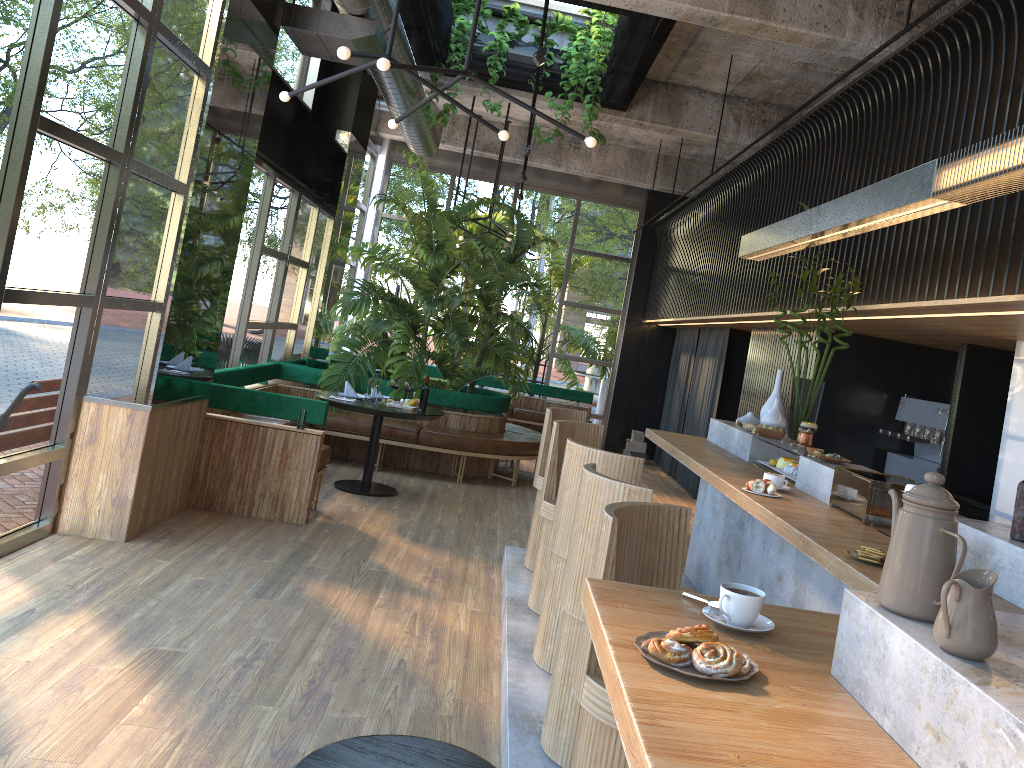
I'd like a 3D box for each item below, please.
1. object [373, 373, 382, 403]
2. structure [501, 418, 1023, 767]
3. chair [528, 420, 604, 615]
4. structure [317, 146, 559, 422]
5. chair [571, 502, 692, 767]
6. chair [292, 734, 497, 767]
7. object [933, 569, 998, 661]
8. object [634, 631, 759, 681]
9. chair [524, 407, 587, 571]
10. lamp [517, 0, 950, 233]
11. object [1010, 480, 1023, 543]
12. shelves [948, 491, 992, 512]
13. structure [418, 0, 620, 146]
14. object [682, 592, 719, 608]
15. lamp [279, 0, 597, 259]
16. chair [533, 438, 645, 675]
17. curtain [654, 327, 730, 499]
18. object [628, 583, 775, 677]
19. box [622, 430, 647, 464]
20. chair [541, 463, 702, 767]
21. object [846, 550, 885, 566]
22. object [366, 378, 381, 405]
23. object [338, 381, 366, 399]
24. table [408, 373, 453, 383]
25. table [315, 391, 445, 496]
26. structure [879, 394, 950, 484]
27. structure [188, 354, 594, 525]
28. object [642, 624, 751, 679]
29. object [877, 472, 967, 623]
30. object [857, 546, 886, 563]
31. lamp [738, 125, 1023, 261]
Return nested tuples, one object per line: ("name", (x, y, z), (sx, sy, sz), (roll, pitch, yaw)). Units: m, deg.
("object", (-1.162, 0.034, 7.566), (0.095, 0.245, 0.090), (11, -2, -20))
("structure", (3.008, 1.049, 2.801), (5.884, 1.730, 7.085), (10, 3, -3))
("chair", (0.406, 0.721, 4.693), (0.566, 0.971, 0.528), (10, -1, -28))
("structure", (-0.829, -0.848, 10.009), (2.489, 3.441, 2.605), (10, 0, -18))
("chair", (0.431, 0.861, 2.370), (0.525, 0.971, 0.568), (9, -1, 44))
("chair", (-0.256, 1.072, 1.590), (0.521, 0.697, 0.508), (10, 0, -8))
("object", (0.648, 0.325, 1.272), (0.099, 0.119, 0.087), (10, 0, 5))
("object", (0.308, 0.459, 1.491), (0.199, 0.013, 0.213), (12, 4, 33))
("chair", (0.399, 0.672, 5.498), (0.543, 0.971, 0.551), (10, -1, 7))
("lamp", (0.286, -2.592, 7.984), (3.819, 1.530, 9.962), (10, 3, -4))
("object", (1.506, 0.319, 2.576), (0.072, 0.277, 0.077), (9, -2, 33))
("shelves", (3.359, 0.848, 5.941), (0.527, 0.035, 0.863), (10, 3, -2))
("structure", (0.246, -3.047, 8.714), (2.107, 1.518, 1.454), (11, 1, 26))
("object", (0.395, 0.447, 1.832), (0.030, 0.027, 0.132), (10, 3, -25))
("lamp", (1.296, -2.010, 3.804), (5.121, 1.822, 18.795), (10, 3, -2))
("chair", (0.431, 0.768, 3.948), (0.533, 0.971, 0.560), (10, -1, 20))
("curtain", (2.316, 0.235, 11.732), (0.122, 2.059, 3.255), (10, 2, -1))
("object", (0.354, 0.429, 1.630), (0.176, 0.073, 0.431), (12, 4, 33))
("box", (1.793, 0.902, 12.835), (0.338, 0.443, 0.274), (10, -1, -15))
("chair", (0.436, 0.817, 3.137), (0.569, 0.971, 0.525), (11, -1, -43))
("object", (1.079, 0.526, 2.662), (0.155, 0.013, 0.144), (8, 4, -32))
("object", (-1.156, 0.064, 7.399), (0.102, 0.209, 0.109), (9, -1, 32))
("object", (-1.367, 0.053, 7.645), (0.239, 0.139, 0.227), (9, 2, -19))
("table", (-1.232, 0.296, 11.542), (1.133, 0.751, 1.067), (9, 2, -23))
("table", (-1.190, 0.532, 7.616), (1.141, 0.751, 1.058), (9, 2, -34))
("structure", (3.173, 0.902, 6.902), (0.553, 1.597, 0.832), (10, -1, -3))
("structure", (0.614, 0.687, 3.446), (6.071, 1.548, 19.999), (10, 3, -2))
("object", (0.316, 0.442, 1.485), (0.157, 0.052, 0.159), (12, 4, 41))
("object", (0.676, 0.261, 1.475), (0.122, 0.235, 0.207), (11, 0, -35))
("object", (1.084, 0.511, 2.665), (0.093, 0.041, 0.146), (11, 3, 31))
("lamp", (3.069, -1.505, 3.007), (5.038, 2.132, 6.666), (10, 3, -9))
